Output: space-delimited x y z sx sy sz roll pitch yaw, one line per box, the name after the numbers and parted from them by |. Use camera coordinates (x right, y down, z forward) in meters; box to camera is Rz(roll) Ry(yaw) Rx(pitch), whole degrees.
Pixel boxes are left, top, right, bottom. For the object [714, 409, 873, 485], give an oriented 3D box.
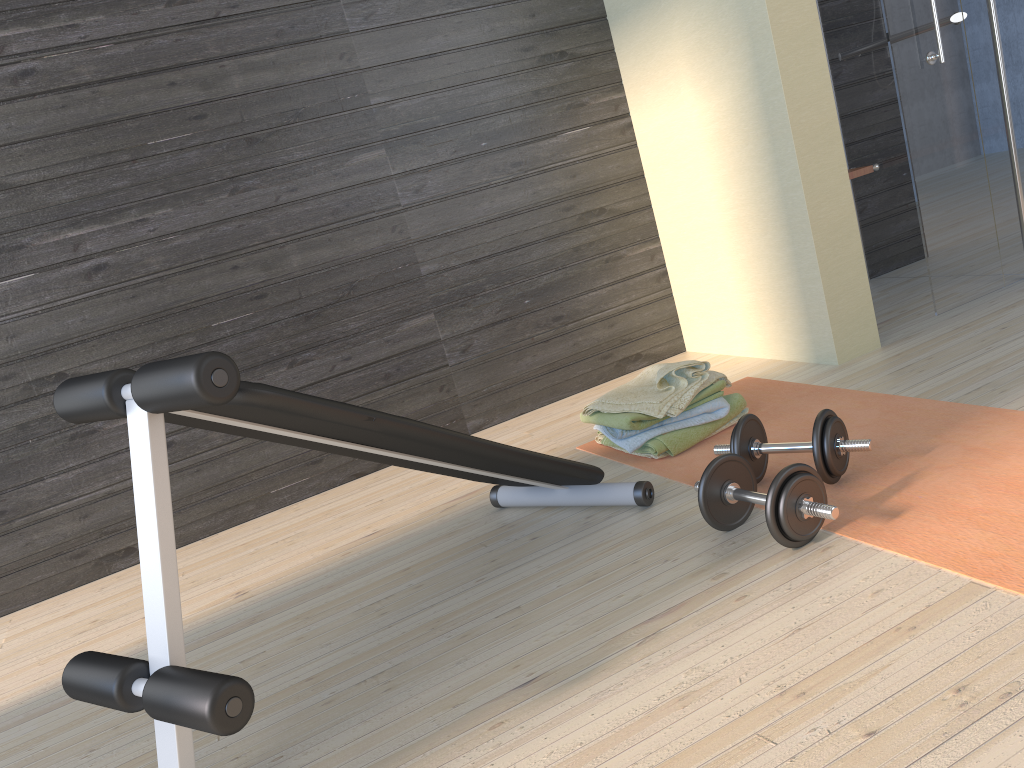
0.663 0.153 2.123 0.385 0.176 0.176 -6 16 39 | object

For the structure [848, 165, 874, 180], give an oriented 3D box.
1.201 -0.818 3.794 0.781 0.030 0.151 -20 13 -21 | structure

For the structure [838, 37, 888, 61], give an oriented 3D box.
1.539 -1.383 3.546 0.062 0.046 0.636 -20 13 -21 | structure

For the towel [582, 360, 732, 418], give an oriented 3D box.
0.441 0.006 2.745 0.373 0.123 0.384 -25 15 -37 | towel

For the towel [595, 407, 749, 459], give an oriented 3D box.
0.493 0.131 2.781 0.371 0.044 0.376 -21 13 -22 | towel

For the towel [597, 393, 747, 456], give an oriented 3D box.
0.488 0.113 2.756 0.367 0.081 0.380 -21 13 -23 | towel

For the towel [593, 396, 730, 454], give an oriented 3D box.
0.459 0.094 2.758 0.383 0.078 0.383 -17 12 -4 | towel

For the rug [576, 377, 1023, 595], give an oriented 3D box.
1.082 0.214 1.760 0.716 0.002 2.779 -20 13 -21 | rug

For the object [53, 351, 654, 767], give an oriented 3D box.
-0.282 0.183 1.846 0.505 0.746 1.312 -7 15 37 | object

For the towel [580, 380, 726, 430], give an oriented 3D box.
0.431 0.061 2.770 0.371 0.085 0.376 -19 13 -16 | towel

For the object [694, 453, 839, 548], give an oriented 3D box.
0.536 0.247 1.909 0.176 0.176 0.385 -23 14 -29 | object
